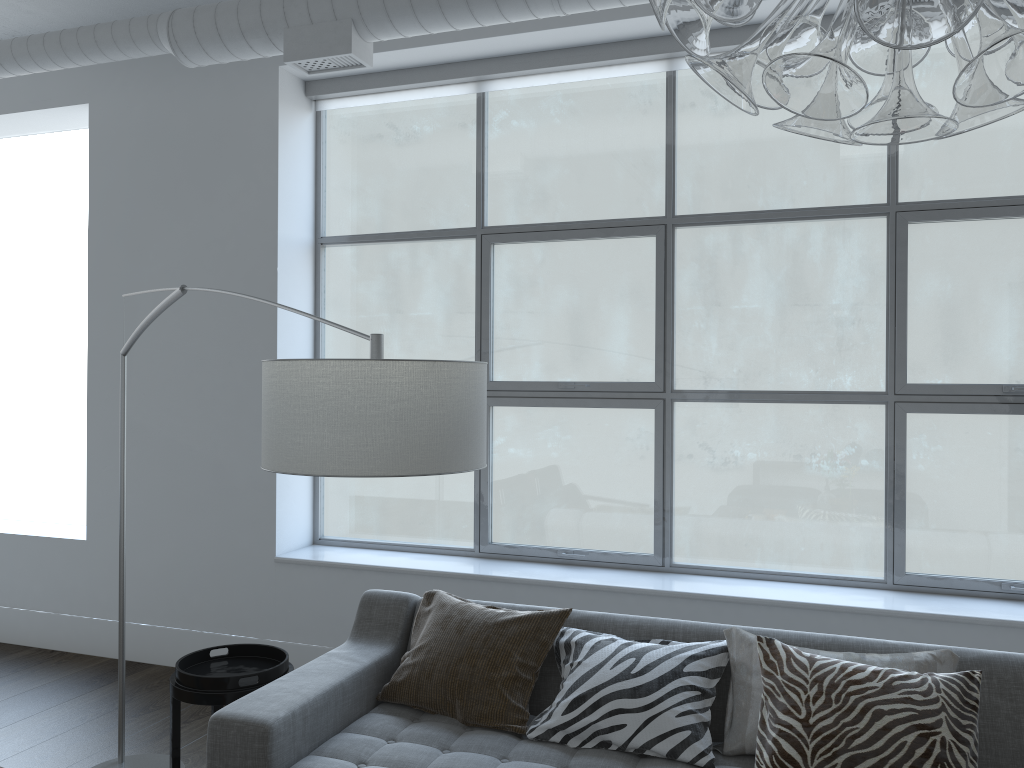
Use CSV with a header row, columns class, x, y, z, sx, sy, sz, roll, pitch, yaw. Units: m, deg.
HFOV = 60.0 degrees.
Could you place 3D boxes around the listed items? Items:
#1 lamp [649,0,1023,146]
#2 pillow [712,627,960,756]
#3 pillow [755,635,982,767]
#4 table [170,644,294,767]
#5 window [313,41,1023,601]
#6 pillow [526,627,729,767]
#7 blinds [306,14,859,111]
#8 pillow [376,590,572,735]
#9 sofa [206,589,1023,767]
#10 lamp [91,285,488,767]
class,x,y,z,sx,sy,sz,roll,pitch,yaw
lamp,0.390,-1.021,0.871,0.552,1.546,0.552,0,0,7
pillow,0.895,0.890,2.457,0.663,0.318,0.254,0,0,21
pillow,0.903,0.866,2.275,0.576,0.340,0.271,0,0,24
table,-0.895,1.150,2.840,0.379,0.536,0.379,0,0,37
window,1.135,-0.332,3.767,4.566,2.340,0.107,0,0,20
pillow,0.346,0.910,2.609,0.578,0.283,0.346,0,0,20
blinds,0.680,-1.438,3.863,3.613,0.130,0.086,0,0,20
pillow,-0.138,0.875,2.831,0.597,0.338,0.298,0,0,29
sofa,0.526,1.086,2.407,2.541,0.684,0.991,0,0,20
lamp,-0.776,0.547,2.427,0.432,1.738,2.162,0,0,-36
